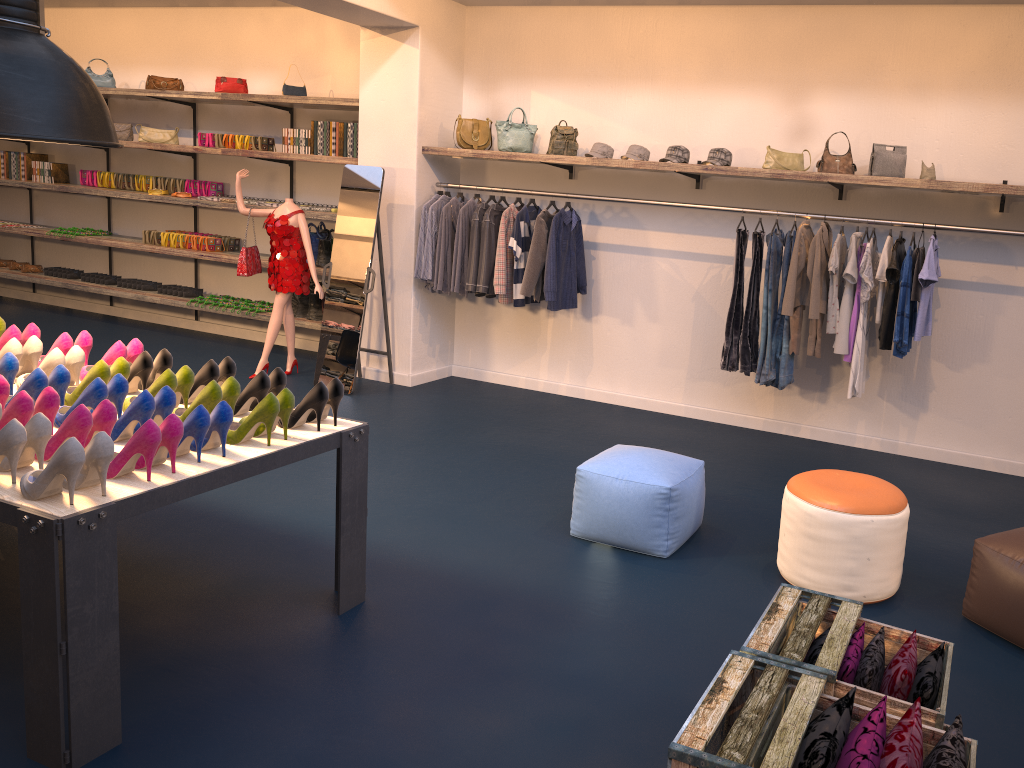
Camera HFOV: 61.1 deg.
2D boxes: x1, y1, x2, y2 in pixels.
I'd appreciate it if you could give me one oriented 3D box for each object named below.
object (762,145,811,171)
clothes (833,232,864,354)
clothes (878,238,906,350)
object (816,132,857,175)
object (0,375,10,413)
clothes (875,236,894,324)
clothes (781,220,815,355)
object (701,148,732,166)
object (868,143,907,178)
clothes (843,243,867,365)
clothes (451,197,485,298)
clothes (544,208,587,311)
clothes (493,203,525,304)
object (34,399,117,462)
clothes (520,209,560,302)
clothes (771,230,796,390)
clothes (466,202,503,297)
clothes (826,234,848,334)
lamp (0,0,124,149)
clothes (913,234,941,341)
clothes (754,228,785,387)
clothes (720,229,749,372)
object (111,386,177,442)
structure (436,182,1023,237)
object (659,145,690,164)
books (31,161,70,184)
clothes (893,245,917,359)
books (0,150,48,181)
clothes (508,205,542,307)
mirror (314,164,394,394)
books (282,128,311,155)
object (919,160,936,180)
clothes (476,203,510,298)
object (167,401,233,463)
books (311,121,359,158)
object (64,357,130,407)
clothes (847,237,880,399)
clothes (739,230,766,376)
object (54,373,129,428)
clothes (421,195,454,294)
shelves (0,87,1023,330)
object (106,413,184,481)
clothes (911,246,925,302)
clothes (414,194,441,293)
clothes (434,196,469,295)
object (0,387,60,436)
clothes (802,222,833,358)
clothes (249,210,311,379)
[{"bbox_3d":[1.959,-1.585,6.129,0.388,0.172,0.219,-1,12,-23],"label":"object"},{"bbox_3d":[2.333,-0.628,5.956,0.132,0.822,0.552,9,11,31],"label":"clothes"},{"bbox_3d":[2.570,-0.609,5.851,0.130,0.743,0.604,8,11,30],"label":"clothes"},{"bbox_3d":[2.272,-1.608,6.053,0.297,0.296,0.102,3,9,-5],"label":"object"},{"bbox_3d":[-1.855,0.053,2.990,0.226,0.193,0.218,11,13,33],"label":"object"},{"bbox_3d":[2.526,-0.710,5.865,0.073,0.579,0.558,8,11,28],"label":"clothes"},{"bbox_3d":[2.029,-0.672,6.084,0.175,0.936,0.554,7,10,24],"label":"clothes"},{"bbox_3d":[1.491,-1.642,6.288,0.266,0.134,0.158,-7,15,-42],"label":"object"},{"bbox_3d":[2.566,-1.521,5.933,0.290,0.227,0.075,0,9,-18],"label":"object"},{"bbox_3d":[2.378,-0.531,5.952,0.087,0.866,0.355,8,10,29],"label":"clothes"},{"bbox_3d":[-0.289,-1.110,7.043,0.180,0.792,0.561,7,11,24],"label":"clothes"},{"bbox_3d":[0.426,-0.973,6.757,0.165,0.787,0.723,8,11,28],"label":"clothes"},{"bbox_3d":[0.046,-1.041,6.911,0.165,0.787,0.723,8,11,28],"label":"clothes"},{"bbox_3d":[-1.401,0.137,2.785,0.228,0.193,0.216,9,12,25],"label":"object"},{"bbox_3d":[0.288,-1.007,6.814,0.163,0.727,0.751,8,11,27],"label":"clothes"},{"bbox_3d":[1.929,-0.529,6.181,0.218,1.123,0.223,9,10,33],"label":"clothes"},{"bbox_3d":[-0.163,-1.078,6.980,0.120,0.745,0.706,8,11,30],"label":"clothes"},{"bbox_3d":[2.257,-0.691,5.978,0.110,0.678,0.588,8,11,27],"label":"clothes"},{"bbox_3d":[-1.769,-1.683,3.001,0.671,1.628,0.736,6,10,17],"label":"lamp"},{"bbox_3d":[2.770,-0.644,5.765,0.117,0.691,0.586,8,11,27],"label":"clothes"},{"bbox_3d":[1.829,-0.527,6.134,0.154,1.123,0.237,5,9,8],"label":"clothes"},{"bbox_3d":[1.603,-0.599,6.265,0.139,1.036,0.246,8,10,27],"label":"clothes"},{"bbox_3d":[-1.298,0.094,3.011,0.228,0.193,0.216,9,12,25],"label":"object"},{"bbox_3d":[3.141,-0.973,5.569,8.234,0.038,0.041,10,12,22],"label":"structure"},{"bbox_3d":[1.208,-1.692,6.404,0.266,0.134,0.158,-7,15,-42],"label":"object"},{"bbox_3d":[-4.814,-2.203,9.052,0.312,0.210,0.194,9,12,23],"label":"books"},{"bbox_3d":[2.664,-0.550,5.829,0.118,0.760,0.522,8,11,27],"label":"clothes"},{"bbox_3d":[-5.245,-2.316,9.212,0.606,0.285,0.254,9,12,21],"label":"books"},{"bbox_3d":[0.139,-1.015,6.871,0.116,0.785,0.607,8,11,29],"label":"clothes"},{"bbox_3d":[-1.231,-0.845,6.901,0.476,1.745,0.559,8,10,26],"label":"mirror"},{"bbox_3d":[-1.831,-2.124,7.626,0.300,0.207,0.193,9,12,25],"label":"books"},{"bbox_3d":[2.792,-1.430,5.821,0.140,0.132,0.076,-2,11,-28],"label":"object"},{"bbox_3d":[-0.078,-1.063,6.945,0.120,0.745,0.706,8,11,30],"label":"clothes"},{"bbox_3d":[-1.055,0.140,2.893,0.226,0.193,0.218,11,13,33],"label":"object"},{"bbox_3d":[-1.401,-2.096,7.479,0.606,0.285,0.254,9,12,21],"label":"books"},{"bbox_3d":[-1.622,-0.018,3.383,0.228,0.193,0.216,9,12,25],"label":"object"},{"bbox_3d":[2.431,-0.450,5.946,0.123,1.096,0.535,8,10,27],"label":"clothes"},{"bbox_3d":[1.746,-0.573,6.224,0.139,1.036,0.246,8,10,27],"label":"clothes"},{"bbox_3d":[-1.514,0.051,3.120,0.230,0.193,0.215,9,12,23],"label":"object"},{"bbox_3d":[-0.570,-1.142,7.118,0.115,0.805,0.580,8,11,28],"label":"clothes"},{"bbox_3d":[-2.430,-0.467,3.448,15.906,2.199,9.247,10,14,24],"label":"shelves"},{"bbox_3d":[-1.152,0.180,2.685,0.230,0.193,0.215,9,12,22],"label":"object"},{"bbox_3d":[2.673,-0.727,5.769,0.130,0.367,0.488,8,12,27],"label":"clothes"},{"bbox_3d":[-0.628,-1.152,7.142,0.115,0.805,0.580,8,11,28],"label":"clothes"},{"bbox_3d":[-0.429,-1.135,7.100,0.180,0.792,0.561,7,11,24],"label":"clothes"},{"bbox_3d":[-1.632,0.095,2.887,0.227,0.193,0.217,10,13,30],"label":"object"},{"bbox_3d":[2.122,-0.654,6.041,0.175,0.936,0.554,7,10,24],"label":"clothes"},{"bbox_3d":[-1.852,-0.741,7.086,0.338,1.369,0.479,6,9,14],"label":"clothes"}]
